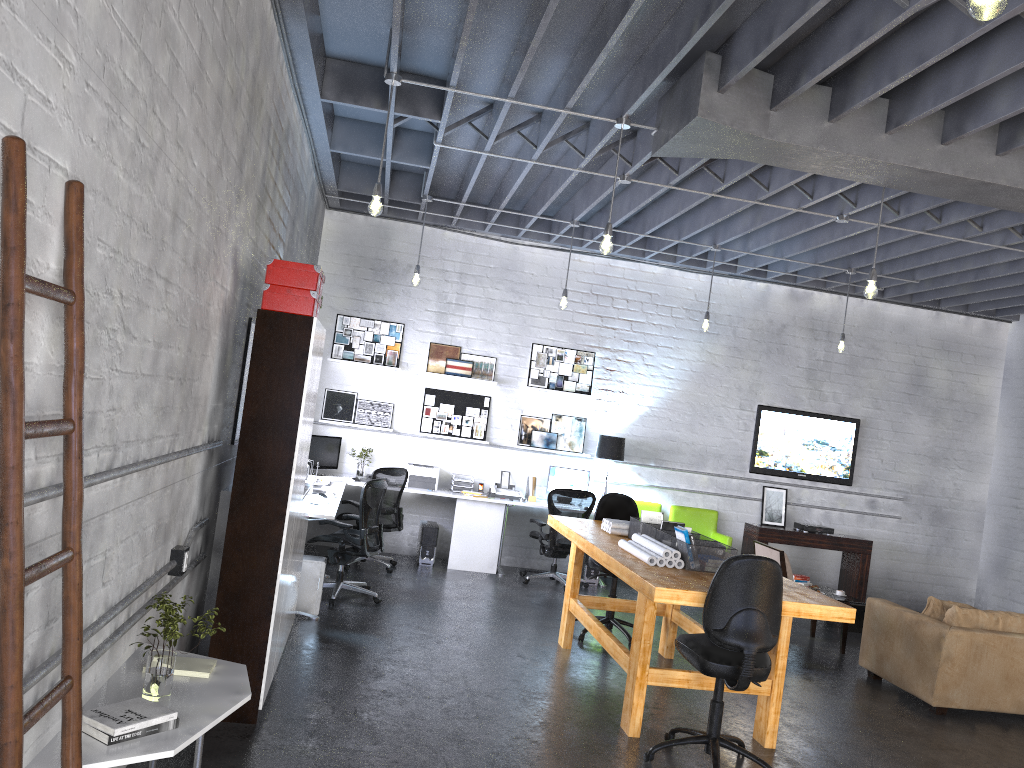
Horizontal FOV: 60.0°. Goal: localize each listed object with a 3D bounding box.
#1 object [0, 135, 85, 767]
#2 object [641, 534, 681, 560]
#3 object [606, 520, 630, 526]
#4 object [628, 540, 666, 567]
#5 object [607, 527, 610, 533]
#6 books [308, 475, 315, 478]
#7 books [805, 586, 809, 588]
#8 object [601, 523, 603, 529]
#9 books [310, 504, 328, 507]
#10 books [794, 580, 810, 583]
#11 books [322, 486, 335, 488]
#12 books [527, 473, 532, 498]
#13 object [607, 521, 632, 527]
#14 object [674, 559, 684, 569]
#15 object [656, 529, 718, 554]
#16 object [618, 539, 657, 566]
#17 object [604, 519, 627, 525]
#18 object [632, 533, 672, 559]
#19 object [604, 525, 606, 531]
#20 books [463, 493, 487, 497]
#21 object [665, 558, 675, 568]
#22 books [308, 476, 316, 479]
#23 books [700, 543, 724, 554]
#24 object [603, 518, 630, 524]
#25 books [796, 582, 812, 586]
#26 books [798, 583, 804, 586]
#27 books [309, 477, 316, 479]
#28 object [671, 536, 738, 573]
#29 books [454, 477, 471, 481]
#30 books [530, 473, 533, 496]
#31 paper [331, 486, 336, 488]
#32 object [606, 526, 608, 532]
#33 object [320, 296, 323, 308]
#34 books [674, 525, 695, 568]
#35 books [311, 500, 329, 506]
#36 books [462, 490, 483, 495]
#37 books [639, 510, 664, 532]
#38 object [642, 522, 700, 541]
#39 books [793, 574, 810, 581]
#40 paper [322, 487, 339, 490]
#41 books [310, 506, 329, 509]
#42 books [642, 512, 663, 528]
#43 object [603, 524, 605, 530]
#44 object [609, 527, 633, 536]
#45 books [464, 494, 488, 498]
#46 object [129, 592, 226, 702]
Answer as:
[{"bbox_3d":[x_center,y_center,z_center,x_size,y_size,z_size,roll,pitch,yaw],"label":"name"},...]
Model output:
[{"bbox_3d":[-1.055,0.564,2.001,0.320,2.120,0.425,8,-1,-9],"label":"object"},{"bbox_3d":[0.923,1.019,5.558,0.057,0.057,0.635,8,-2,-9],"label":"object"},{"bbox_3d":[0.956,1.066,6.616,0.520,0.047,0.046,8,-2,-9],"label":"object"},{"bbox_3d":[0.832,1.056,5.544,0.058,0.057,0.635,8,-2,-9],"label":"object"},{"bbox_3d":[0.962,1.105,6.545,0.520,0.047,0.047,8,-2,-9],"label":"object"},{"bbox_3d":[-2.067,0.884,8.628,0.297,0.006,0.210,8,-2,-8],"label":"books"},{"bbox_3d":[3.028,2.142,9.460,0.223,0.032,0.161,9,-2,-29],"label":"books"},{"bbox_3d":[0.933,1.108,6.729,0.520,0.047,0.047,8,-2,-9],"label":"object"},{"bbox_3d":[-1.560,0.931,6.898,0.209,0.012,0.158,7,-2,14],"label":"books"},{"bbox_3d":[3.052,2.092,9.463,0.208,0.024,0.144,9,-2,-24],"label":"books"},{"bbox_3d":[-1.734,0.977,8.398,0.112,0.002,0.065,9,-2,-31],"label":"books"},{"bbox_3d":[0.195,1.145,9.866,0.036,0.296,0.210,8,-1,-9],"label":"books"},{"bbox_3d":[0.964,1.066,6.569,0.520,0.047,0.046,8,-2,-9],"label":"object"},{"bbox_3d":[0.944,1.072,5.561,0.058,0.057,0.635,8,-2,-9],"label":"object"},{"bbox_3d":[1.117,1.051,5.712,0.316,0.156,0.306,8,-2,-9],"label":"object"},{"bbox_3d":[0.777,1.047,5.535,0.057,0.058,0.635,8,-2,-9],"label":"object"},{"bbox_3d":[0.950,1.067,6.661,0.520,0.047,0.046,8,-2,-9],"label":"object"},{"bbox_3d":[0.867,1.011,5.549,0.057,0.057,0.635,8,-2,-9],"label":"object"},{"bbox_3d":[0.948,1.107,6.637,0.520,0.047,0.047,8,-2,-9],"label":"object"},{"bbox_3d":[-0.400,1.179,9.476,0.211,0.014,0.148,9,-2,-34],"label":"books"},{"bbox_3d":[0.888,1.063,5.552,0.057,0.058,0.635,8,-2,-9],"label":"object"},{"bbox_3d":[-2.067,0.890,8.623,0.297,0.006,0.210,8,-2,-9],"label":"books"},{"bbox_3d":[1.366,1.152,6.307,0.244,0.067,0.298,8,-2,1],"label":"books"},{"bbox_3d":[0.942,1.068,6.707,0.520,0.047,0.046,8,-2,-9],"label":"object"},{"bbox_3d":[3.059,2.118,9.460,0.161,0.026,0.223,9,-3,-39],"label":"books"},{"bbox_3d":[2.886,2.068,9.150,0.223,0.027,0.161,8,-2,1],"label":"books"},{"bbox_3d":[-2.066,0.895,8.623,0.297,0.006,0.210,8,-2,-7],"label":"books"},{"bbox_3d":[1.164,1.046,5.408,0.316,0.156,0.306,8,-2,-9],"label":"object"},{"bbox_3d":[-0.546,1.052,9.784,0.134,0.008,0.203,9,-2,-25],"label":"books"},{"bbox_3d":[0.203,1.145,9.872,0.043,0.296,0.210,8,-1,-9],"label":"books"},{"bbox_3d":[-1.748,0.978,8.428,0.159,0.001,0.115,9,-2,-26],"label":"paper"},{"bbox_3d":[0.955,1.106,6.591,0.520,0.047,0.047,8,-2,-9],"label":"object"},{"bbox_3d":[-1.201,-0.457,5.222,0.169,0.240,0.171,8,-1,-10],"label":"object"},{"bbox_3d":[1.048,0.988,5.382,0.108,0.234,0.166,8,-1,-9],"label":"books"},{"bbox_3d":[-1.555,0.921,6.903,0.212,0.010,0.171,7,-2,18],"label":"books"},{"bbox_3d":[-0.423,1.161,9.469,0.211,0.014,0.148,8,-2,6],"label":"books"},{"bbox_3d":[1.015,1.034,6.456,0.171,0.210,0.046,8,-1,-9],"label":"books"},{"bbox_3d":[1.070,1.055,6.016,0.316,0.156,0.306,8,-2,-9],"label":"object"},{"bbox_3d":[3.056,2.060,9.456,0.185,0.041,0.129,8,-2,-14],"label":"books"},{"bbox_3d":[-1.702,0.980,8.310,0.159,0.001,0.115,9,-2,-20],"label":"paper"},{"bbox_3d":[-1.558,0.943,6.896,0.213,0.012,0.158,7,-2,16],"label":"books"},{"bbox_3d":[1.016,1.040,6.425,0.158,0.199,0.082,8,-1,-9],"label":"books"},{"bbox_3d":[0.941,1.107,6.683,0.520,0.047,0.047,8,-2,-9],"label":"object"},{"bbox_3d":[0.969,1.104,6.499,0.520,0.047,0.047,8,-2,-9],"label":"object"},{"bbox_3d":[-0.387,1.195,9.490,0.211,0.014,0.148,10,-3,-44],"label":"books"},{"bbox_3d":[-1.201,0.935,3.148,0.297,0.362,0.271,7,-2,26],"label":"object"}]
